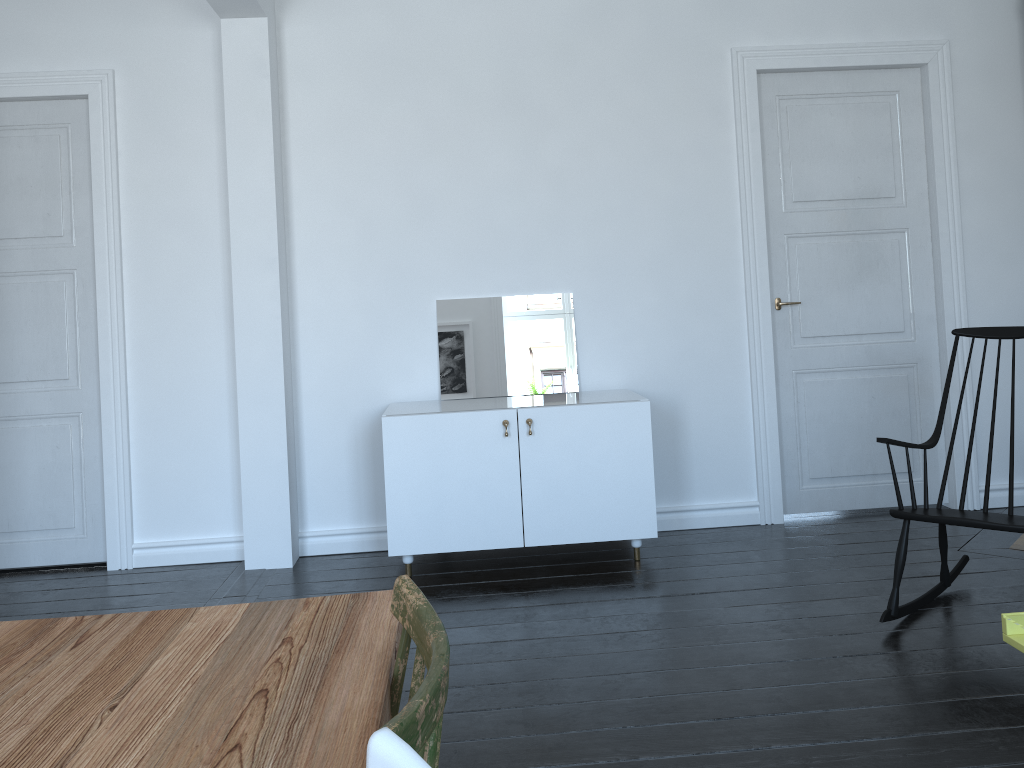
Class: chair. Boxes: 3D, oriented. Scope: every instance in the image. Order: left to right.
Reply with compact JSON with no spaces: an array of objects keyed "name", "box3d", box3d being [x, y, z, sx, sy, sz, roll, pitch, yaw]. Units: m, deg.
[{"name":"chair","box3d":[-0.228,0.748,0.516,0.510,0.844,0.466,-3,0,-3]},{"name":"chair","box3d":[-0.293,0.716,0.994,0.486,0.829,0.467,-3,0,-5]},{"name":"chair","box3d":[1.739,0.316,3.219,0.610,1.007,0.909,-3,1,42]}]

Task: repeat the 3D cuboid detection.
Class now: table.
[{"name":"table","box3d":[-0.607,0.842,0.385,1.018,0.716,2.233,-3,5,-3]},{"name":"table","box3d":[1.522,0.793,1.421,0.600,0.399,1.405,-3,5,-3]}]

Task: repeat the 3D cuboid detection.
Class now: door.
[{"name":"door","box3d":[-2.448,-0.305,4.377,1.042,2.481,0.115,-3,-2,-4]},{"name":"door","box3d":[1.790,-0.554,4.641,1.170,2.481,0.115,-3,-2,-4]}]

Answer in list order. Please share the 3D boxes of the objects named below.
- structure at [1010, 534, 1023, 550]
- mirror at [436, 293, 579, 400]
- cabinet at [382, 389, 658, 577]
[{"name":"structure","box3d":[2.838,-0.775,4.163,0.775,2.897,1.273,-4,-1,42]},{"name":"mirror","box3d":[-0.023,-0.193,4.466,0.696,0.504,0.054,-3,-1,-4]},{"name":"cabinet","box3d":[0.027,0.453,4.167,1.200,0.737,0.590,-3,1,-3]}]
